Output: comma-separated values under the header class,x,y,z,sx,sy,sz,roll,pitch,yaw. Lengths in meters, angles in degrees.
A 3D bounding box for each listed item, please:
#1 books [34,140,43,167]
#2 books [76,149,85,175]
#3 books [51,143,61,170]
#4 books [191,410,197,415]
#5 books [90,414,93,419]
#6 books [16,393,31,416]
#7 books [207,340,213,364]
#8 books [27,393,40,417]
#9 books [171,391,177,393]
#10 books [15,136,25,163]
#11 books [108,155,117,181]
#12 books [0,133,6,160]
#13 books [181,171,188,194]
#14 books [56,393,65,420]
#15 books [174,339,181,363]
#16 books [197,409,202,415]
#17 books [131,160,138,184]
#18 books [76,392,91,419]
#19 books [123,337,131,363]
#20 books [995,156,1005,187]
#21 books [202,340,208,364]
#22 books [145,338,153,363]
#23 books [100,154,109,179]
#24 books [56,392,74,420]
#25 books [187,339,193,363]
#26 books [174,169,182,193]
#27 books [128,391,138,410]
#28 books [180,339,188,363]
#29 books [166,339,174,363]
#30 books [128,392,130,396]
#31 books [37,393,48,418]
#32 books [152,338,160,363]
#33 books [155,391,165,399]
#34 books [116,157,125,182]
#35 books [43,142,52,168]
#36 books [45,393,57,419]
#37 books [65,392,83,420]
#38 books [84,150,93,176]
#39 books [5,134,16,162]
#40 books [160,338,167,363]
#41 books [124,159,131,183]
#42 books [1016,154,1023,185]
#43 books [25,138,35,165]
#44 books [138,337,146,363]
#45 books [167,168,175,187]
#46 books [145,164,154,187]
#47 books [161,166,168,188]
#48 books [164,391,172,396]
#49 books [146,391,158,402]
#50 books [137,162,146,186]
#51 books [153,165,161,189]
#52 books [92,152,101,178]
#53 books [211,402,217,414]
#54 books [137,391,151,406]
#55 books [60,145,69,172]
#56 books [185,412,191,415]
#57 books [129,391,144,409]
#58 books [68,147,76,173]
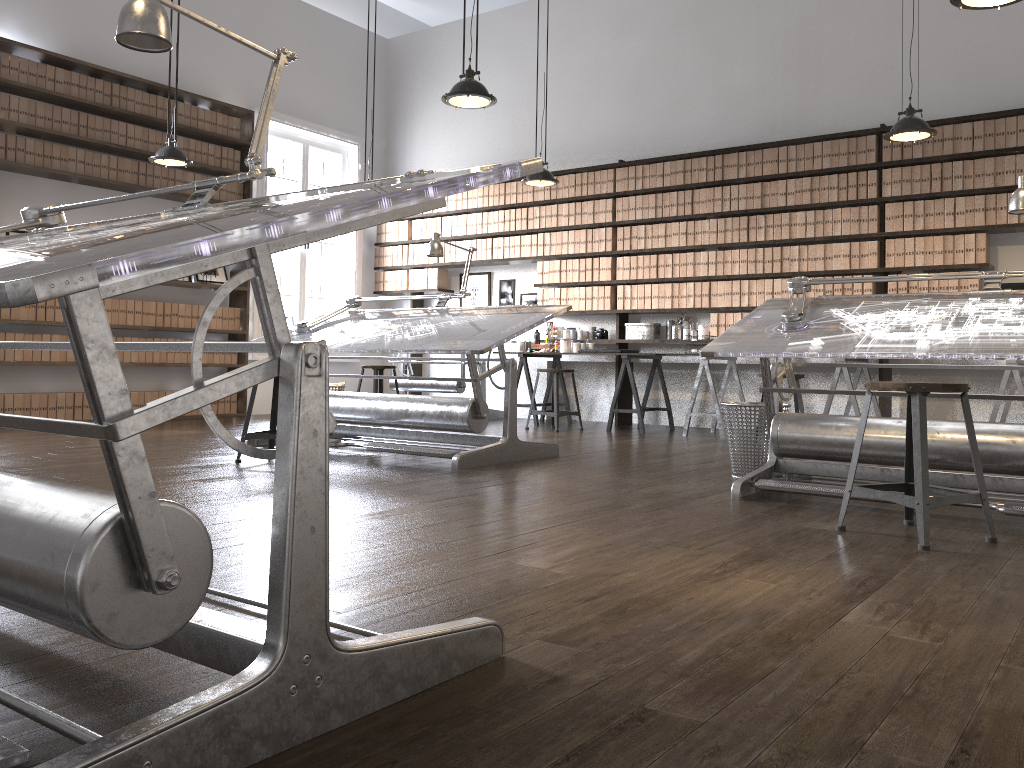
class,x,y,z,sx,sy,sz,roll,pitch,yaw
books,-3.871,-1.846,7.167,0.174,0.226,0.066,1,-1,36
books,-3.667,-1.849,7.439,0.174,0.226,0.067,1,-1,36
books,-3.785,-1.847,7.275,0.174,0.226,0.067,1,-1,36
books,-3.032,0.176,8.315,0.174,0.226,0.066,1,-1,36
books,-3.596,0.184,7.534,0.174,0.226,0.066,1,-1,36
books,-3.925,0.188,7.080,0.174,0.226,0.066,1,-1,36
books,-2.933,-0.308,8.451,0.174,0.226,0.066,1,-1,36
books,-3.883,0.188,7.131,0.174,0.226,0.067,1,-1,36
books,-3.145,0.178,8.154,0.174,0.226,0.066,1,-1,36
books,-3.954,-1.845,7.052,0.174,0.226,0.066,1,-1,36
books,-3.501,-1.851,7.667,0.174,0.226,0.066,1,-1,36
books,-4.042,-1.844,6.931,0.174,0.226,0.066,1,-1,36
books,-3.096,-1.857,8.234,0.174,0.226,0.066,1,-1,36
books,-3.761,0.186,7.301,0.174,0.226,0.066,1,-1,36
books,-3.135,-0.305,8.171,0.174,0.226,0.066,1,-1,36
books,-2.990,0.175,8.373,0.174,0.226,0.066,1,-1,36
books,-3.388,-1.853,7.834,0.174,0.226,0.066,1,-1,36
books,-3.636,0.184,7.482,0.174,0.226,0.066,1,-1,36
books,-3.422,-0.301,7.768,0.174,0.226,0.066,1,-1,36
books,3.566,-1.527,6.446,0.067,0.226,0.174,0,-1,36
books,-2.969,-0.307,8.399,0.174,0.226,0.066,1,-1,36
books,-3.302,-0.303,7.943,0.174,0.226,0.066,1,-1,36
books,-3.546,-1.851,7.610,0.174,0.226,0.066,1,-1,36
books,-3.723,0.185,7.362,0.174,0.226,0.066,1,-1,36
books,-3.054,-0.306,8.285,0.174,0.226,0.066,1,-1,36
books,-3.131,-1.856,8.177,0.174,0.226,0.067,1,-1,36
books,-3.387,0.181,7.821,0.174,0.226,0.066,1,-1,36
books,-3.097,-0.305,8.229,0.174,0.226,0.066,1,-1,36
books,-3.174,-0.304,8.110,0.174,0.226,0.066,1,-1,36
books,-3.428,0.182,7.761,0.174,0.226,0.067,1,-1,36
books,-3.848,0.187,7.189,0.174,0.226,0.066,1,-1,36
books,-3.257,-0.303,8.003,0.174,0.226,0.066,1,-1,36
books,-3.230,0.179,8.040,0.174,0.226,0.066,1,-1,36
books,-3.458,-1.852,7.725,0.174,0.226,0.067,1,-1,36
books,-3.829,-1.847,7.224,0.174,0.226,0.066,1,-1,36
books,-3.806,0.187,7.247,0.174,0.226,0.066,1,-1,36
books,-3.675,0.185,7.419,0.174,0.226,0.067,1,-1,36
books,-3.629,-1.850,7.498,0.174,0.226,0.066,1,-1,36
books,-3.994,-1.844,6.988,0.174,0.226,0.067,1,-1,36
books,-3.217,-0.303,8.052,0.174,0.226,0.067,1,-1,36
books,-3.425,-1.852,7.779,0.174,0.226,0.066,1,-1,36
books,3.673,-1.523,6.364,0.067,0.226,0.174,0,-1,36
books,-3.909,-1.846,7.107,0.174,0.226,0.066,1,-1,36
books,-3.344,-0.302,7.888,0.174,0.226,0.066,1,-1,36
books,-3.175,-1.856,8.126,0.174,0.226,0.066,1,-1,36
books,-3.301,-1.854,7.954,0.174,0.226,0.066,1,-1,36
books,-3.217,-1.855,8.069,0.174,0.226,0.066,1,-1,36
books,-3.186,0.178,8.094,0.174,0.226,0.067,1,-1,36
books,-3.273,0.179,7.984,0.174,0.226,0.066,1,-1,36
books,-3.340,-1.853,7.890,0.174,0.226,0.067,1,-1,36
books,-3.255,-1.855,8.009,0.174,0.226,0.066,1,-1,36
books,-3.590,-1.850,7.556,0.174,0.226,0.066,1,-1,36
books,-2.907,0.174,8.488,0.174,0.226,0.066,1,-1,36
books,-3.308,0.180,7.924,0.174,0.226,0.067,1,-1,36
books,-3.749,-1.848,7.332,0.174,0.226,0.066,1,-1,36
books,-3.066,0.177,8.257,0.174,0.226,0.067,1,-1,36
books,-3.351,0.180,7.873,0.174,0.226,0.066,1,-1,36
books,-3.711,-1.848,7.382,0.174,0.226,0.066,1,-1,36
